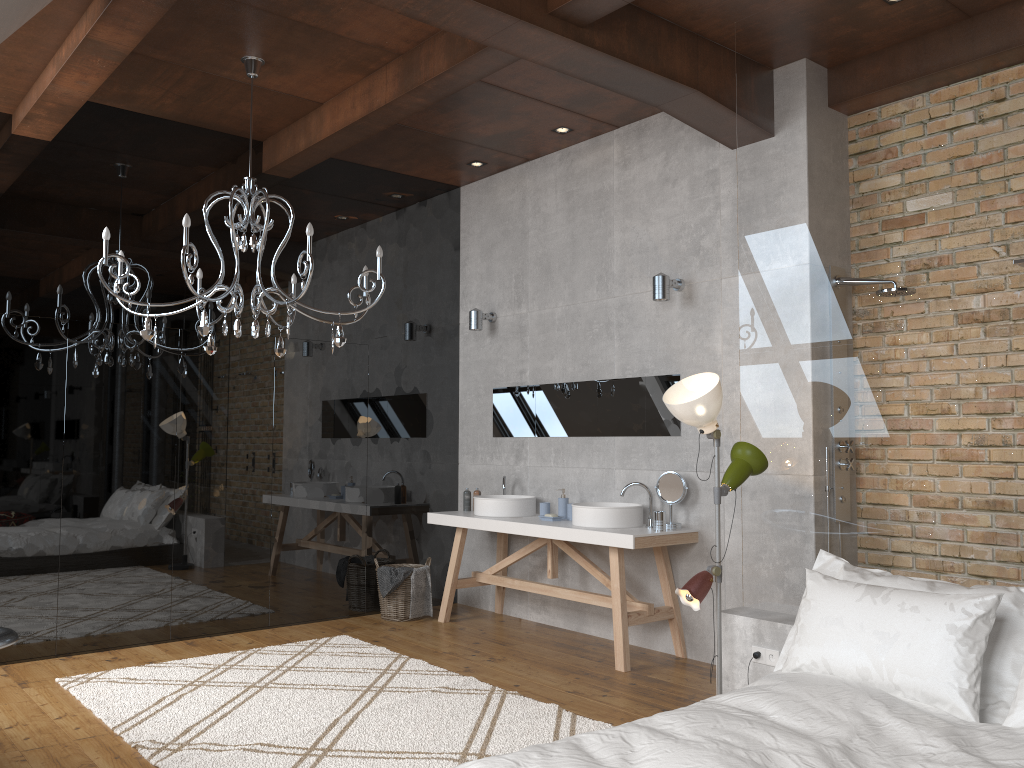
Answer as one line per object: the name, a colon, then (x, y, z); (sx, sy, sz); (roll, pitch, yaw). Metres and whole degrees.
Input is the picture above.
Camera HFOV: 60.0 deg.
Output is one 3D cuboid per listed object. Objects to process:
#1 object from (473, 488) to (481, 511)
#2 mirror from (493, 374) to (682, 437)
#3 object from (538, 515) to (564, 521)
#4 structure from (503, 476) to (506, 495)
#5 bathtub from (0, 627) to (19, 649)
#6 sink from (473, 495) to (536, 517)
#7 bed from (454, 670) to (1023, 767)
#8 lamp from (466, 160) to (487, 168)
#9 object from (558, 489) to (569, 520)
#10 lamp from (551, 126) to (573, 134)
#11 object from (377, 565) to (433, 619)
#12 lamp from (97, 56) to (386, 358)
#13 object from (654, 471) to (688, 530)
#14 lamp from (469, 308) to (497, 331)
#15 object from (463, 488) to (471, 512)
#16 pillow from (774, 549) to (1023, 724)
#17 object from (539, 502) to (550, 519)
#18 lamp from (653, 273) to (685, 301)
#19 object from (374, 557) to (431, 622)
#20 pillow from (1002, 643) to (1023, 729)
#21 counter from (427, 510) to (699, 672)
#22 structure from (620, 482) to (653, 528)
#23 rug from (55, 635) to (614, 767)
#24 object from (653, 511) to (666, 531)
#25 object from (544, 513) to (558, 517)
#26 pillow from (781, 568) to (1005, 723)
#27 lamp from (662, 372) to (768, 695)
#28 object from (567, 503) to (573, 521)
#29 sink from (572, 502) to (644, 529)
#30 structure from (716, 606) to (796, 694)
object: (-0.258, 0.858, 6.583); (0.058, 0.172, 0.058); (-3, -5, 36)
mirror: (0.440, 0.173, 6.085); (0.007, 0.377, 1.838); (3, -5, -39)
object: (0.256, 0.878, 5.795); (0.100, 0.031, 0.147); (3, -5, -38)
structure: (-0.069, 0.802, 6.468); (0.141, 0.268, 0.242); (3, -5, -34)
bathtub: (-2.592, 1.149, 3.240); (1.811, 0.652, 0.872); (-1, -4, 23)
sink: (-0.050, 0.856, 6.238); (0.445, 0.128, 0.442); (-2, -5, 32)
bed: (1.079, 1.196, 2.205); (2.169, 0.442, 2.300); (3, -5, -39)
lamp: (-0.264, -1.665, 6.673); (0.113, 0.027, 0.115); (3, -5, -39)
object: (0.342, 0.800, 5.913); (0.076, 0.201, 0.076); (-4, -5, 44)
lamp: (0.339, -1.712, 5.942); (0.113, 0.027, 0.115); (3, -5, -39)
object: (-0.805, 1.490, 6.406); (0.357, 0.361, 0.378); (3, -5, -34)
lamp: (-1.430, -0.987, 4.832); (1.409, 1.594, 1.409); (1, -4, -17)
object: (0.945, 0.689, 5.268); (0.192, 0.338, 0.118); (0, -4, 7)
lamp: (-0.220, -0.490, 6.776); (0.243, 0.168, 0.101); (3, -5, -39)
object: (-0.331, 0.856, 6.563); (0.058, 0.172, 0.058); (-2, -4, 29)
pillow: (1.717, 0.900, 2.952); (0.358, 0.517, 1.746); (3, -5, -40)
object: (0.220, 0.847, 5.918); (0.075, 0.108, 0.075); (0, -4, -4)
lamp: (0.949, -0.582, 5.360); (0.243, 0.168, 0.101); (3, -5, -39)
object: (-0.798, 1.484, 6.456); (0.393, 0.432, 0.393); (-3, -5, 42)
pillow: (1.835, 0.889, 2.548); (0.291, 0.385, 0.748); (3, -5, -40)
counter: (0.268, 1.277, 5.821); (0.630, 0.765, 2.011); (3, -5, -39)
structure: (0.797, 0.734, 5.419); (0.141, 0.268, 0.242); (4, -5, -44)
rug: (-0.764, 1.528, 4.058); (1.726, 0.019, 3.139); (3, -5, -39)
object: (0.852, 0.792, 5.120); (0.073, 0.111, 0.073); (-3, -5, 43)
object: (0.256, 0.864, 5.795); (0.067, 0.035, 0.084); (3, -5, -37)
pillow: (1.329, 0.905, 3.160); (0.276, 0.397, 0.744); (3, -5, -40)
lamp: (0.900, 0.741, 3.928); (0.561, 1.582, 0.270); (4, -5, -42)
object: (0.398, 0.841, 5.824); (0.075, 0.108, 0.075); (2, -4, -19)
sink: (0.588, 0.806, 5.464); (0.442, 0.128, 0.445); (-1, -4, 15)
structure: (1.916, 1.231, 3.058); (0.206, 0.494, 2.820); (3, -5, -39)
